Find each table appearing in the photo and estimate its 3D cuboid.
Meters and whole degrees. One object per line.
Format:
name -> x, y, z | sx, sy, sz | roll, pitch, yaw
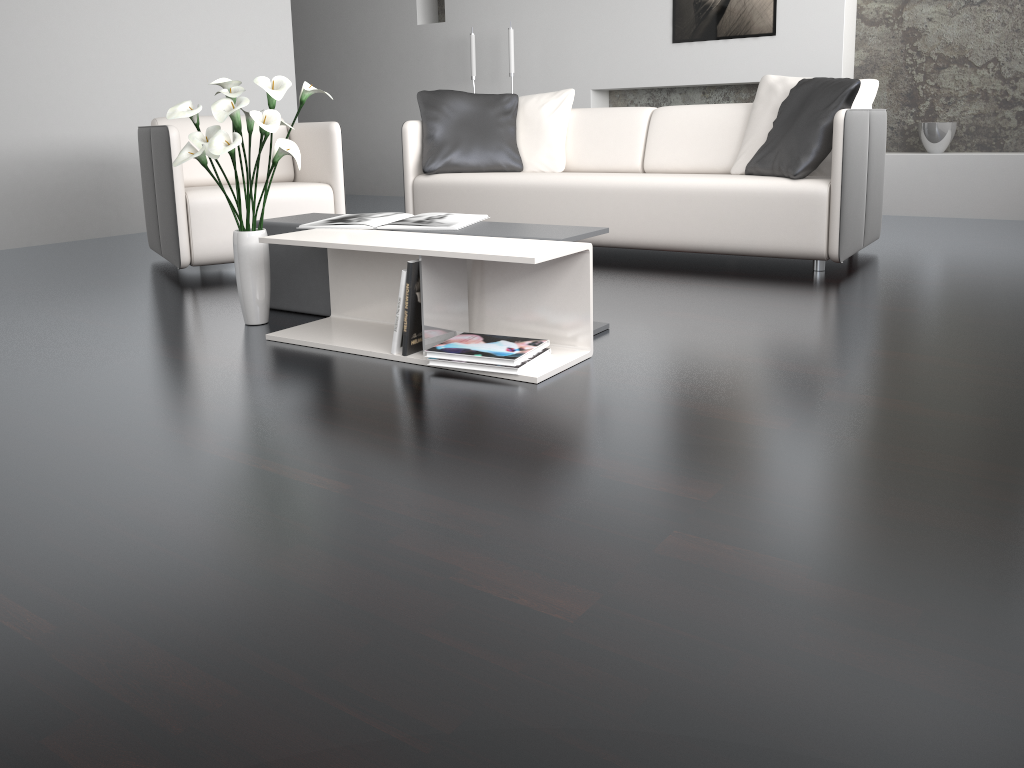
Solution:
table -> -0.268, -0.258, 2.526 | 0.975, 0.307, 0.304 | 9, 17, 32
table -> -0.309, -0.375, 2.925 | 1.266, 0.307, 0.304 | 9, 17, 32

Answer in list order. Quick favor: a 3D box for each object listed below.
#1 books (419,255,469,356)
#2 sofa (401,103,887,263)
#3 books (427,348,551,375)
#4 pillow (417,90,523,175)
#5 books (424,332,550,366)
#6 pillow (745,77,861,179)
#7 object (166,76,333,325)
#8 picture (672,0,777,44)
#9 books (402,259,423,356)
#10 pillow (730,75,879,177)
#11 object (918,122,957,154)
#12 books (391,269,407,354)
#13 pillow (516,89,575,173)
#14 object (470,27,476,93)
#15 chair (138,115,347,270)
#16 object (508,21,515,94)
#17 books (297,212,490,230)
books -> -0.187, -0.240, 2.459 | 0.007, 0.277, 0.209 | 5, 14, 32
sofa -> 0.608, -1.064, 4.430 | 2.254, 0.645, 0.937 | 9, 18, 32
books -> -0.058, -0.074, 2.343 | 0.264, 0.016, 0.218 | 6, 18, 24
pillow -> -0.216, -1.355, 4.717 | 0.566, 0.439, 0.284 | -4, 12, -10
books -> -0.064, -0.097, 2.364 | 0.264, 0.016, 0.232 | 6, 18, 24
pillow -> 1.268, -1.106, 3.796 | 0.333, 0.426, 0.565 | -3, 14, -9
object -> -0.808, -0.561, 2.761 | 0.378, 0.779, 0.456 | 2, 12, 18
picture -> 1.437, -2.854, 5.976 | 0.751, 0.982, 0.004 | 8, 13, 35
books -> -0.221, -0.229, 2.461 | 0.050, 0.257, 0.238 | 5, 15, 32
pillow -> 1.338, -1.181, 4.059 | 0.593, 0.496, 0.303 | 10, 16, 38
object -> 2.656, -1.539, 5.510 | 0.216, 0.186, 0.220 | 6, 16, 29
books -> -0.247, -0.221, 2.477 | 0.070, 0.233, 0.231 | 6, 15, 32
pillow -> 0.062, -1.371, 4.859 | 0.586, 0.488, 0.330 | 5, 14, 24
object -> -0.302, -2.170, 7.131 | 0.181, 1.364, 0.183 | 6, 13, 35
chair -> -1.326, -0.970, 4.265 | 0.773, 0.646, 0.936 | -9, 16, -29
object -> 0.006, -2.077, 6.794 | 0.181, 1.364, 0.183 | 6, 13, 35
books -> -0.386, -0.547, 2.945 | 0.549, 0.016, 0.367 | 3, 17, 15
